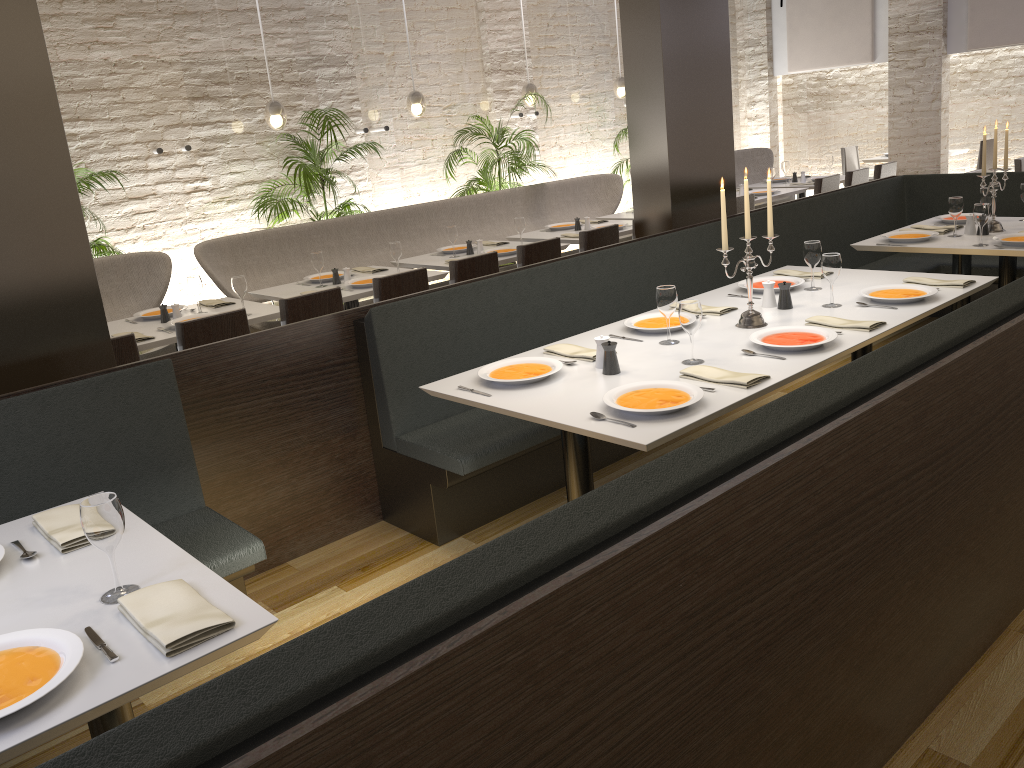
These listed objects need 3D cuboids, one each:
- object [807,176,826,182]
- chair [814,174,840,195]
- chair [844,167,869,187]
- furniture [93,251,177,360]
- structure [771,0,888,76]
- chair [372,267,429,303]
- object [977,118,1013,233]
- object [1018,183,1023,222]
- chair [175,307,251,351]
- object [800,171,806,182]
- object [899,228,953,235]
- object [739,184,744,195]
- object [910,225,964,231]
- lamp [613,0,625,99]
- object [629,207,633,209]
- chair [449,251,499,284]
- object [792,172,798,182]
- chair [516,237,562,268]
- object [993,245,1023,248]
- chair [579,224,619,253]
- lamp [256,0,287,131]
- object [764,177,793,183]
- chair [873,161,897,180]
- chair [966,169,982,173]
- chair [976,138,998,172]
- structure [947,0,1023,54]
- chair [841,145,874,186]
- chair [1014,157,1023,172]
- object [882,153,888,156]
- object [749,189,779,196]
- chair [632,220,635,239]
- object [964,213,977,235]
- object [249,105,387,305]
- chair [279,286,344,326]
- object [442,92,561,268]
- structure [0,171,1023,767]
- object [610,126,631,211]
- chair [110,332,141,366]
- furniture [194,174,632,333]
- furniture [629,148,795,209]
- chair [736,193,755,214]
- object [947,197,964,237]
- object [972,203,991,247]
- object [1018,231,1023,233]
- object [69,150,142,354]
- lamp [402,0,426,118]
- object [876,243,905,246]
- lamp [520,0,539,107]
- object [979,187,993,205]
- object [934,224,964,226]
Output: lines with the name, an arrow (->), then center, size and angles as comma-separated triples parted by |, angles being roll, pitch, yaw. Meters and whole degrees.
object -> 3.284, -2.162, 9.348 | 0.322, 0.036, 0.325 | -7, 16, -3
chair -> 2.821, -1.534, 8.517 | 0.414, 0.897, 0.568 | -18, 19, -39
chair -> 3.236, -1.682, 8.870 | 0.414, 0.897, 0.568 | -18, 19, -39
furniture -> -3.849, 0.213, 4.652 | 4.504, 1.086, 0.711 | -20, 20, -39
structure -> 3.952, -4.794, 11.040 | 0.098, 1.658, 1.640 | -18, 19, -39
chair -> -0.763, -0.257, 5.471 | 0.414, 0.897, 0.568 | -18, 19, -39
object -> 2.845, -1.228, 5.224 | 0.392, 0.650, 0.132 | -14, 16, -29
object -> 3.210, -1.134, 5.524 | 0.086, 0.228, 0.087 | -1, 15, 19
chair -> -1.622, 0.049, 4.742 | 0.414, 0.897, 0.568 | -18, 19, -39
object -> 3.117, -2.227, 9.490 | 0.059, 0.108, 0.060 | -7, 15, -5
object -> 2.569, -0.948, 5.499 | 0.143, 0.032, 0.274 | -19, 21, -38
object -> 2.273, -1.926, 8.773 | 0.059, 0.108, 0.060 | -7, 15, -5
object -> 2.683, -0.989, 5.597 | 0.143, 0.032, 0.274 | -19, 21, -38
lamp -> 1.117, -4.135, 9.573 | 0.178, 2.021, 0.179 | 2, 16, 28
object -> 1.268, -1.650, 8.335 | 0.322, 0.036, 0.325 | -7, 16, -3
chair -> -0.348, -0.405, 5.824 | 0.414, 0.897, 0.568 | -18, 19, -39
object -> 3.037, -2.225, 9.513 | 0.059, 0.108, 0.060 | -7, 15, -5
chair -> 0.069, -0.554, 6.179 | 0.414, 0.897, 0.568 | -18, 19, -39
object -> 2.662, -0.729, 4.721 | 0.038, 0.015, 0.182 | -18, 20, -37
chair -> 0.507, -0.710, 6.551 | 0.414, 0.897, 0.568 | -18, 19, -39
lamp -> -1.997, -3.025, 6.927 | 0.178, 2.021, 0.179 | -11, 15, -19
object -> 2.929, -2.241, 9.746 | 0.322, 0.036, 0.325 | -7, 16, -3
chair -> 3.664, -1.834, 9.233 | 0.414, 0.897, 0.568 | -18, 19, -39
chair -> 4.020, -1.291, 7.255 | 0.414, 0.897, 0.568 | -18, 19, -39
chair -> 5.654, -2.563, 10.994 | 0.414, 0.897, 0.568 | -18, 19, -39
structure -> 5.454, -4.464, 9.371 | 0.098, 1.658, 1.640 | -18, 19, -39
chair -> 4.782, -2.755, 11.963 | 0.414, 0.897, 0.568 | -18, 19, -39
chair -> 4.860, -1.590, 7.969 | 0.414, 0.897, 0.568 | -18, 19, -39
object -> 5.010, -3.008, 11.602 | 0.321, 0.036, 0.325 | -8, 16, -5
object -> 2.440, -1.862, 8.631 | 0.322, 0.036, 0.325 | -7, 16, -3
chair -> 0.928, -0.860, 6.909 | 0.414, 0.897, 0.568 | -18, 19, -39
object -> 2.735, -0.954, 5.286 | 0.069, 0.125, 0.069 | -6, 15, 2
object -> -1.572, -1.314, 7.514 | 1.189, 1.955, 1.155 | -9, 15, -9
chair -> -1.203, -0.100, 5.098 | 0.414, 0.897, 0.568 | -18, 19, -39
object -> -0.085, -1.844, 8.780 | 1.145, 1.955, 1.200 | -6, 15, 0
structure -> -0.173, 0.423, 2.773 | 10.816, 0.991, 2.381 | -20, 21, -39
object -> 1.749, -2.492, 10.318 | 1.146, 1.955, 1.199 | 2, 17, 29
chair -> -2.041, 0.198, 4.386 | 0.414, 0.897, 0.568 | -18, 19, -39
furniture -> -0.414, -1.010, 7.571 | 4.504, 1.086, 0.711 | -20, 20, -39
furniture -> 2.308, -1.980, 9.883 | 2.601, 1.086, 0.710 | -19, 20, -39
chair -> 1.778, -1.162, 7.630 | 0.414, 0.897, 0.568 | -18, 19, -39
object -> 2.624, -0.989, 5.244 | 0.086, 0.228, 0.087 | -7, 15, -4
object -> 2.581, -0.875, 4.873 | 0.086, 0.228, 0.087 | -7, 15, -4
object -> 3.022, -0.846, 4.987 | 0.143, 0.032, 0.274 | -19, 21, -38
object -> -3.136, -0.757, 6.186 | 1.189, 1.955, 1.155 | -9, 15, -9
lamp -> -0.959, -3.395, 7.809 | 0.178, 2.021, 0.179 | 4, 17, 34
object -> 2.221, -0.814, 5.180 | 0.017, 0.010, 0.186 | -19, 21, -38
lamp -> 0.089, -3.769, 8.700 | 0.178, 2.021, 0.179 | 2, 16, 28
object -> 2.960, -1.109, 5.529 | 0.086, 0.228, 0.087 | -7, 15, -4
object -> 2.794, -1.018, 5.667 | 0.017, 0.010, 0.186 | -19, 21, -38
